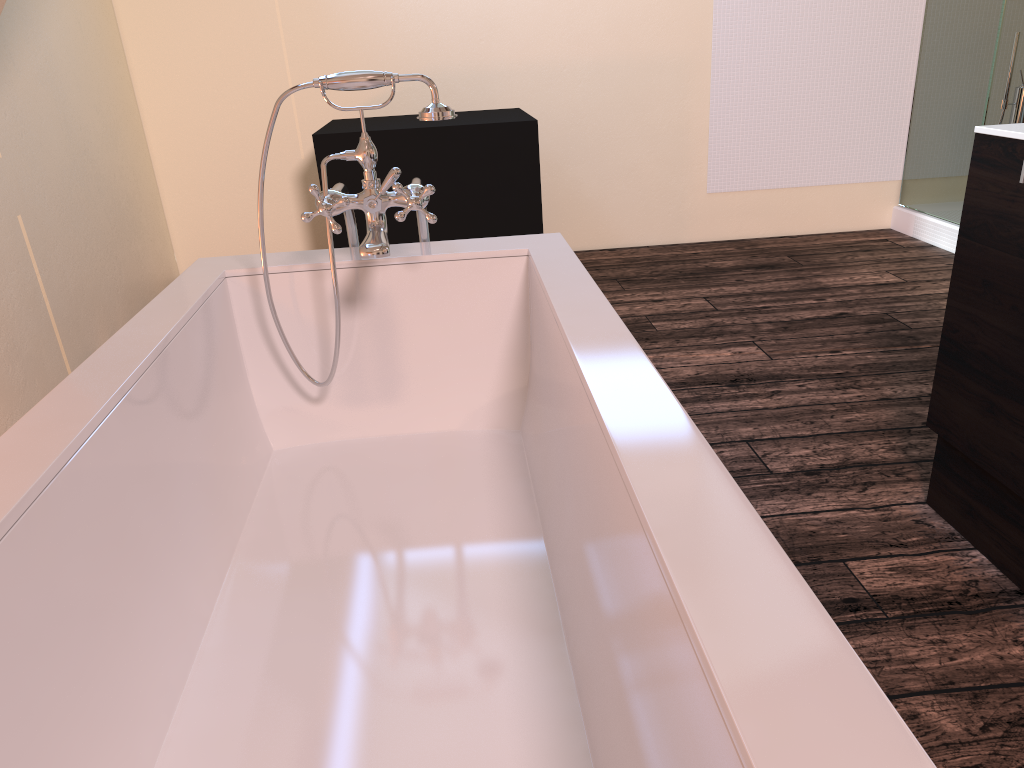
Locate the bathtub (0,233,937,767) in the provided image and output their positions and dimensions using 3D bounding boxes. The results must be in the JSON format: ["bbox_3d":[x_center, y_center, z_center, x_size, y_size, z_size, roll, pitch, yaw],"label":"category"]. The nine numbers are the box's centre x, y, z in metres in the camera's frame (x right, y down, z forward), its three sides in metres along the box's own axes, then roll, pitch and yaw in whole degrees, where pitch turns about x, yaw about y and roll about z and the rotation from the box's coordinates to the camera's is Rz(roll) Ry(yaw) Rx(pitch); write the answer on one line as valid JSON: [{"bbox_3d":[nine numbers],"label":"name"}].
[{"bbox_3d":[-0.177,0.399,1.102,0.798,0.704,2.183,-5,23,-3],"label":"bathtub"}]

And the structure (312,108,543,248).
[{"bbox_3d":[-0.340,-0.852,3.951,0.869,0.874,0.789,-5,24,-3],"label":"structure"}]

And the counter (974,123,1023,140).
[{"bbox_3d":[1.123,-0.077,0.942,0.442,0.300,1.828,-5,23,-3],"label":"counter"}]

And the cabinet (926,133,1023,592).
[{"bbox_3d":[1.171,0.221,1.081,0.386,0.937,1.828,-5,23,-3],"label":"cabinet"}]

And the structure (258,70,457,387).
[{"bbox_3d":[-0.242,-0.137,1.889,0.384,1.137,0.545,1,25,10],"label":"structure"}]
